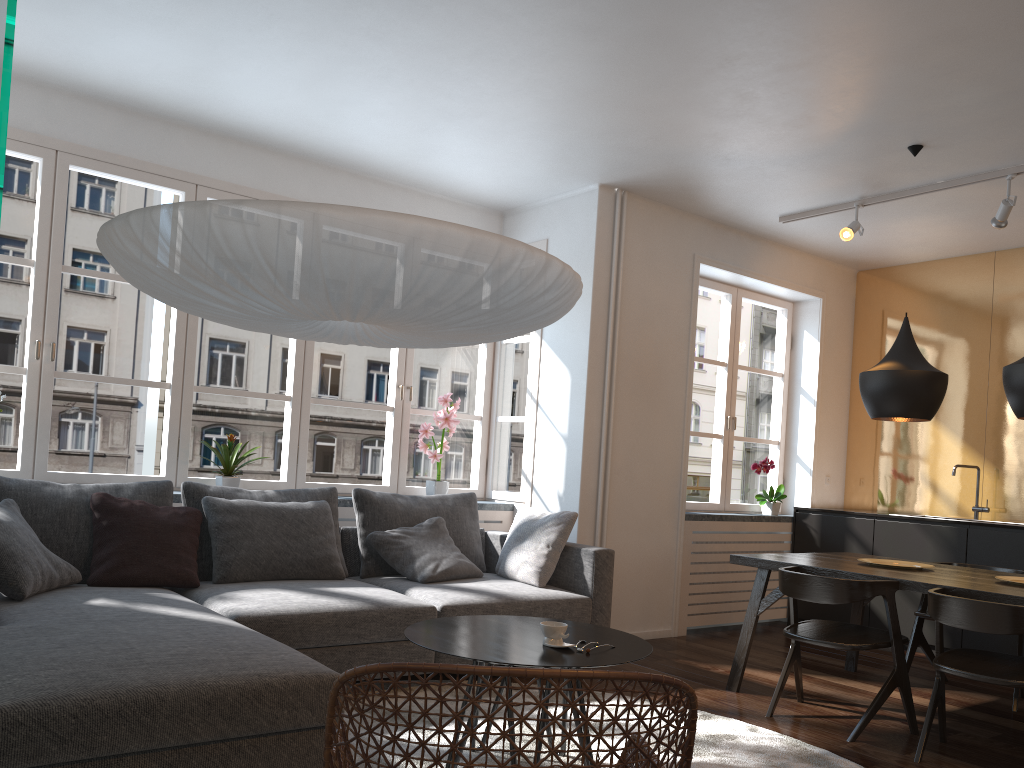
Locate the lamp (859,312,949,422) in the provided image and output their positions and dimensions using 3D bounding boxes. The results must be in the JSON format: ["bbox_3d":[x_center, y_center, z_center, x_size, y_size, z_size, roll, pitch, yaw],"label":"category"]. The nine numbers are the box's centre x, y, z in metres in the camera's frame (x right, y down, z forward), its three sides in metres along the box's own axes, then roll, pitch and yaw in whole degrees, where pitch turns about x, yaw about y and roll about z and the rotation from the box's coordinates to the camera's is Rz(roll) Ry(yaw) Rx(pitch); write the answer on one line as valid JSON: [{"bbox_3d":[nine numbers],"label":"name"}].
[{"bbox_3d":[1.965,-0.090,4.438,0.411,0.540,0.412,4,-3,-4],"label":"lamp"}]

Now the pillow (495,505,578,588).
[{"bbox_3d":[0.095,0.888,4.885,0.287,0.413,0.494,6,-4,-39],"label":"pillow"}]

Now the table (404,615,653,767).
[{"bbox_3d":[0.041,1.105,3.032,0.850,0.471,0.847,7,-5,-35],"label":"table"}]

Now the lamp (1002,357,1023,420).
[{"bbox_3d":[2.394,-0.114,3.887,0.410,0.540,0.412,2,-3,28],"label":"lamp"}]

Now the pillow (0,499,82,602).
[{"bbox_3d":[-1.964,0.645,3.479,0.346,0.358,0.517,4,-4,2],"label":"pillow"}]

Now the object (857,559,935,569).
[{"bbox_3d":[1.915,0.901,4.415,0.357,0.016,0.356,7,-6,-34],"label":"object"}]

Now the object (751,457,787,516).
[{"bbox_3d":[1.912,0.755,6.549,0.229,0.436,0.408,3,-3,28],"label":"object"}]

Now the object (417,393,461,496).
[{"bbox_3d":[-0.467,0.396,5.612,0.297,0.689,0.201,3,-2,31],"label":"object"}]

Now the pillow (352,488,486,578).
[{"bbox_3d":[-0.505,0.843,4.998,0.839,0.476,0.275,7,-4,-37],"label":"pillow"}]

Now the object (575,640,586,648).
[{"bbox_3d":[0.226,0.869,2.970,0.026,0.010,0.125,2,-6,18],"label":"object"}]

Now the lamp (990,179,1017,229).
[{"bbox_3d":[2.655,-0.968,4.729,0.085,0.238,0.252,4,-3,3],"label":"lamp"}]

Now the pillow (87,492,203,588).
[{"bbox_3d":[-1.614,0.697,3.935,0.523,0.402,0.311,6,-4,-36],"label":"pillow"}]

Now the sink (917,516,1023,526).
[{"bbox_3d":[3.829,0.845,4.904,0.484,0.243,3.415,7,-6,-39],"label":"sink"}]

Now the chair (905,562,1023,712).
[{"bbox_3d":[2.469,1.320,4.733,0.521,0.669,0.593,6,-4,-42],"label":"chair"}]

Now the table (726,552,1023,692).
[{"bbox_3d":[2.283,1.220,3.846,1.110,0.677,2.501,7,-6,-38],"label":"table"}]

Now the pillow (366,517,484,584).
[{"bbox_3d":[-0.456,0.880,4.733,0.443,0.320,0.494,1,-5,34],"label":"pillow"}]

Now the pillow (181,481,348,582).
[{"bbox_3d":[-1.231,0.743,4.445,0.842,0.474,0.276,7,-4,-37],"label":"pillow"}]

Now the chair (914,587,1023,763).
[{"bbox_3d":[1.881,1.161,3.433,0.521,0.669,0.593,6,-4,-37],"label":"chair"}]

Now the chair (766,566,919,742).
[{"bbox_3d":[1.457,1.184,3.969,0.521,0.669,0.593,6,-4,-39],"label":"chair"}]

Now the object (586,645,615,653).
[{"bbox_3d":[0.293,0.865,2.901,0.015,0.015,0.168,1,-6,39],"label":"object"}]

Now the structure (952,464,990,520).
[{"bbox_3d":[3.142,0.749,6.053,0.266,0.384,0.109,5,-2,-22],"label":"structure"}]

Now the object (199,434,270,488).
[{"bbox_3d":[-1.502,0.434,4.794,0.322,0.327,0.378,2,-4,27],"label":"object"}]

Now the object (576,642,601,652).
[{"bbox_3d":[0.254,0.864,2.919,0.025,0.016,0.164,2,-6,27],"label":"object"}]

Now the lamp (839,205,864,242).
[{"bbox_3d":[2.037,-0.953,5.292,0.085,0.239,0.252,2,-3,39],"label":"lamp"}]

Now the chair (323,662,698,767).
[{"bbox_3d":[-0.029,0.858,1.813,0.718,0.708,0.687,4,-3,-5],"label":"chair"}]

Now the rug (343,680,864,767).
[{"bbox_3d":[-0.017,1.318,2.872,2.834,0.012,2.851,0,-6,32],"label":"rug"}]

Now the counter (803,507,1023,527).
[{"bbox_3d":[3.942,0.867,4.826,0.735,0.002,5.061,8,-7,-37],"label":"counter"}]

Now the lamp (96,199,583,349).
[{"bbox_3d":[-0.514,-0.265,2.808,1.470,0.209,1.475,4,-5,-1],"label":"lamp"}]

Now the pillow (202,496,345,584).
[{"bbox_3d":[-1.156,0.763,4.323,0.669,0.396,0.292,7,-4,-38],"label":"pillow"}]

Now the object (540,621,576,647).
[{"bbox_3d":[0.147,0.830,2.914,0.092,0.069,0.139,5,-5,-26],"label":"object"}]

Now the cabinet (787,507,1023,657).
[{"bbox_3d":[3.913,1.315,4.817,0.735,0.897,5.064,6,-5,-38],"label":"cabinet"}]

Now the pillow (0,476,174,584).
[{"bbox_3d":[-1.909,0.651,3.902,0.839,0.477,0.275,7,-4,-37],"label":"pillow"}]

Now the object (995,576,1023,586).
[{"bbox_3d":[2.325,0.878,3.889,0.355,0.016,0.357,0,-6,33],"label":"object"}]

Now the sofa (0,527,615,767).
[{"bbox_3d":[-0.672,1.032,3.781,3.079,0.670,2.040,8,-6,-38],"label":"sofa"}]
